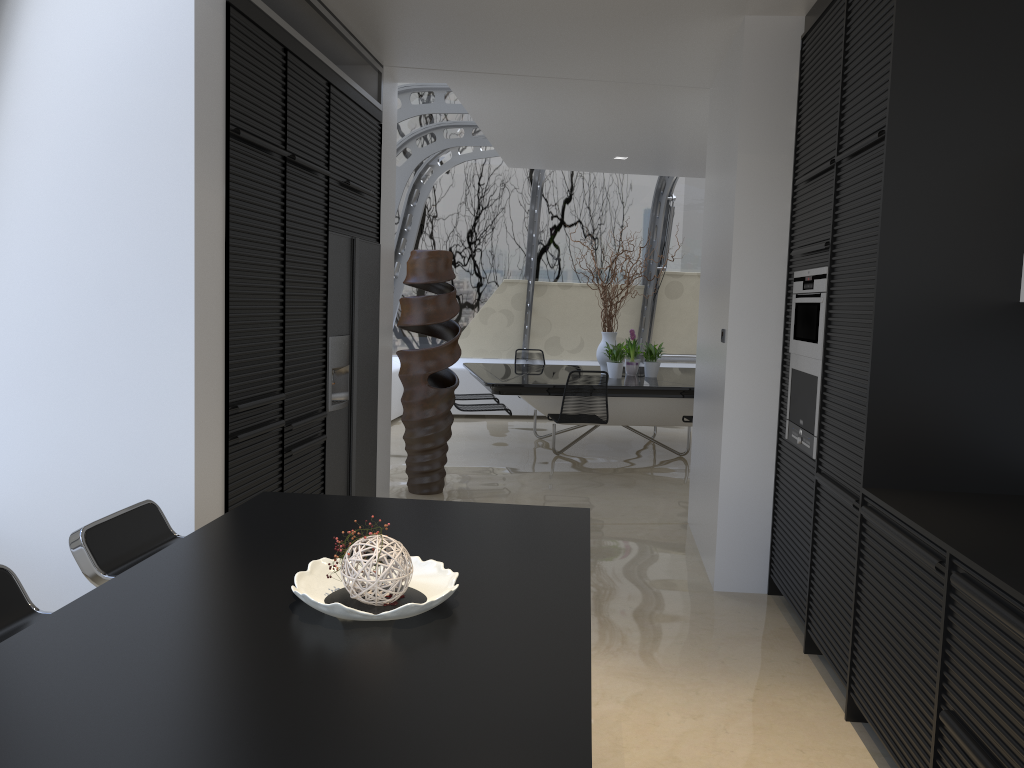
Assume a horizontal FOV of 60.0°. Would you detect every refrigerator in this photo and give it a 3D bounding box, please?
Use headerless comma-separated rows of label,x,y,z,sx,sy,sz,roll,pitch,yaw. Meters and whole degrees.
refrigerator,-1.018,0.024,5.193,0.234,1.742,1.006,2,5,5

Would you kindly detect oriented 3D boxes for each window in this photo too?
window,4.539,-0.260,4.710,16.171,3.674,16.693,2,5,-2

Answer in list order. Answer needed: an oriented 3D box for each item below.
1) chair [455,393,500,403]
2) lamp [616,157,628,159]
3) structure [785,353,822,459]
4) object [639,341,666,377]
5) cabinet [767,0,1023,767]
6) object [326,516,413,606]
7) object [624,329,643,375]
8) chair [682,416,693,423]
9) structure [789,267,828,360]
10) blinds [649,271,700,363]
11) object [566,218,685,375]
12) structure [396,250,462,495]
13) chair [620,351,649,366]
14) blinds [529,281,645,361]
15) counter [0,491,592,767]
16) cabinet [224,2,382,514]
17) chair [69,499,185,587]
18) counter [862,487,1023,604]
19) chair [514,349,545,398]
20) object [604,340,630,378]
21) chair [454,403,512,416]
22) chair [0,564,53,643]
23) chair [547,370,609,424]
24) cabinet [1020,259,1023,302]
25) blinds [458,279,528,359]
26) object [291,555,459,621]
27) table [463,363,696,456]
chair,-0.487,-0.070,9.374,0.688,0.519,0.446,1,5,-8
lamp,6.528,-1.659,4.618,9.928,0.004,9.775,1,5,-7
structure,1.321,0.083,4.025,0.023,0.420,0.592,2,5,6
object,1.409,-0.254,8.912,0.284,0.369,0.215,4,6,25
cabinet,1.551,-0.109,1.874,0.831,2.901,5.157,2,5,5
object,-0.274,0.360,1.799,0.190,0.191,0.165,5,6,33
object,1.231,-0.339,9.225,0.238,0.476,0.417,4,6,20
chair,1.856,0.138,7.945,0.446,0.519,0.688,1,5,-8
structure,1.331,-0.320,3.989,0.061,0.388,0.592,2,5,5
blinds,2.491,-0.846,11.677,1.376,1.214,0.387,1,5,-8
object,1.112,-0.852,8.847,1.135,1.549,1.031,0,5,-16
structure,-0.634,-0.082,6.710,0.493,1.843,0.498,2,5,3
chair,1.506,-0.102,10.425,0.446,0.519,0.688,1,5,-8
blinds,0.957,-0.785,11.495,1.430,1.027,0.329,1,5,-8
counter,-0.430,0.530,0.817,1.006,0.018,3.800,2,5,5
cabinet,-1.365,-0.274,4.600,0.831,2.558,2.252,2,5,6
chair,-0.899,0.784,2.450,0.460,0.857,0.418,2,5,6
counter,1.469,0.558,1.226,0.804,0.025,3.738,2,5,5
chair,0.243,-0.127,10.244,0.446,0.519,0.688,1,5,-8
object,1.010,-0.243,8.646,0.284,0.369,0.215,5,6,30
chair,-0.358,0.018,8.461,0.688,0.519,0.446,1,5,-8
chair,-0.966,0.841,1.804,0.460,0.857,0.418,2,5,6
chair,0.593,0.113,7.764,0.446,0.519,0.688,1,5,-8
cabinet,1.742,-0.361,1.119,0.343,0.515,3.741,2,5,5
blinds,-0.786,-0.307,11.460,1.829,2.118,0.663,1,5,-8
object,-0.273,0.421,1.793,0.334,0.078,0.329,1,5,-8
table,1.091,0.281,9.134,3.031,0.759,2.494,1,5,-8
